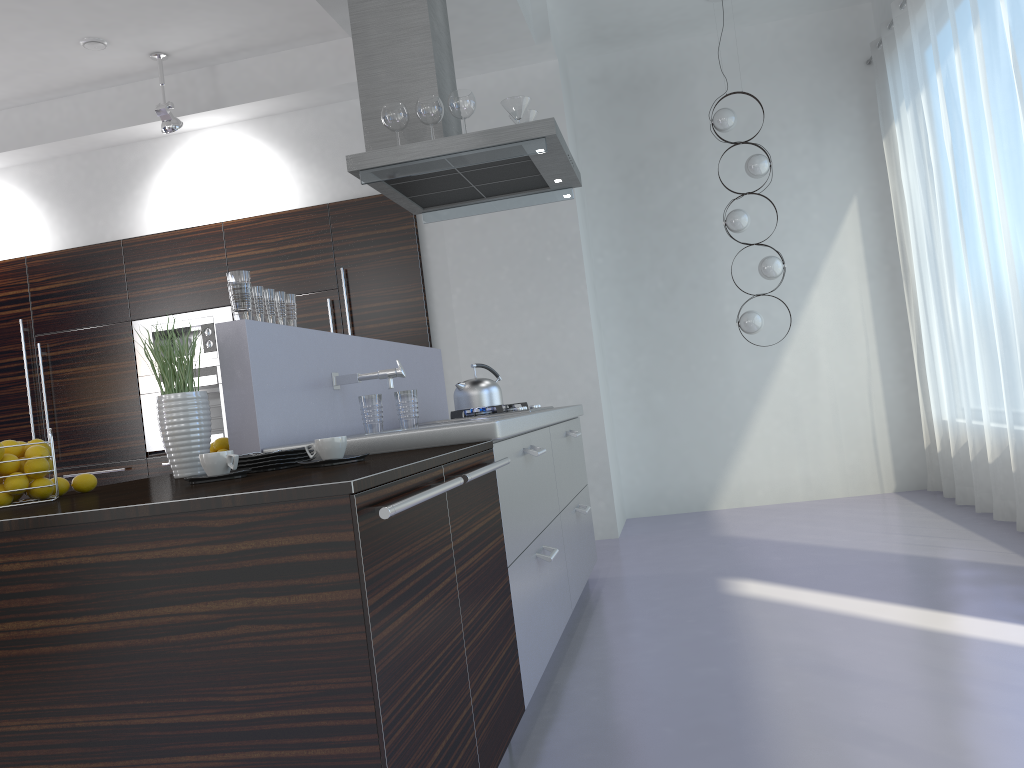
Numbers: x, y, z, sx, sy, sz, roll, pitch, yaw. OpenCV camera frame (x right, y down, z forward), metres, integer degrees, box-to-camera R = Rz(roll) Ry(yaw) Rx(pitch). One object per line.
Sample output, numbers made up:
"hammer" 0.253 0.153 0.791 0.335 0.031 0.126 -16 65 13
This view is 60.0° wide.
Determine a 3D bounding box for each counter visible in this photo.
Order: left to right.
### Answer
"counter" -0.538 0.442 3.164 1.302 1.300 3.291 -7 -2 11

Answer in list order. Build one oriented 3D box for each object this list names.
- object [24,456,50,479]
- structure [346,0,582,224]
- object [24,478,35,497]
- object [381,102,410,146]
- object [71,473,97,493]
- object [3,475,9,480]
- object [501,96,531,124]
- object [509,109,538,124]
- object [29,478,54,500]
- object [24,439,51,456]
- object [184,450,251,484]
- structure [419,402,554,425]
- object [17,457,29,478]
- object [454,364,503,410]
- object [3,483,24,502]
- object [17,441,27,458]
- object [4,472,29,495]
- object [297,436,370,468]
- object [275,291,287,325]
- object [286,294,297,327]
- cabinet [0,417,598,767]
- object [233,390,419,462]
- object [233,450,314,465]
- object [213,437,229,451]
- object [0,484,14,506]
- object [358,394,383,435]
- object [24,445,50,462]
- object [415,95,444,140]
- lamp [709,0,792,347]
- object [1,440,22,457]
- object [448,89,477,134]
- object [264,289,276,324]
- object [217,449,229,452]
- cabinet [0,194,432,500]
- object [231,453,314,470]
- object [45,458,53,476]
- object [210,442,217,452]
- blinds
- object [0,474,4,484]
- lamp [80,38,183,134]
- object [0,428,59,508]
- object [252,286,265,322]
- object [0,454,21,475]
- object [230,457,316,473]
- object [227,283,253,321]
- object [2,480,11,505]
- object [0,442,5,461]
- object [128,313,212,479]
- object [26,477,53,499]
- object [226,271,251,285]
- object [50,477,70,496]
"object" -1.124 0.198 2.097 0.053 0.055 0.060 -6 -2 -36
"structure" -0.238 -1.519 4.220 0.915 1.231 0.981 -7 -2 11
"object" -1.189 0.255 2.199 0.052 0.057 0.060 -7 -2 12
"object" -0.506 -1.116 3.906 0.125 0.221 0.125 -8 -2 35
"object" -1.140 0.265 2.363 0.063 0.051 0.053 -7 -2 -21
"object" -1.229 0.213 2.176 0.052 0.053 0.062 -7 -2 -17
"object" 0.028 -1.159 3.907 0.137 0.174 0.137 -6 -2 -24
"object" 0.064 -1.158 4.093 0.137 0.174 0.137 -6 -2 -24
"object" -1.118 0.249 2.106 0.053 0.053 0.061 -6 -2 -34
"object" -1.167 0.165 2.185 0.057 0.060 0.052 -7 -1 -1
"object" -0.701 0.197 2.111 0.153 0.069 0.153 -7 -2 -16
"structure" -0.109 0.125 4.191 0.519 0.055 0.709 -7 -2 11
"object" -1.179 0.203 2.151 0.051 0.053 0.064 -7 -2 13
"object" -0.160 0.006 4.004 0.220 0.196 0.229 -7 -1 3
"object" -1.204 0.255 2.138 0.052 0.060 0.057 -8 -2 16
"object" -1.220 0.167 2.192 0.063 0.051 0.053 -6 -2 -32
"object" -1.158 0.233 2.073 0.052 0.053 0.062 -6 -2 -42
"object" -0.444 0.167 2.197 0.153 0.069 0.153 -9 -2 44
"object" -0.791 -0.247 2.982 0.072 0.119 0.071 -6 -2 -39
"object" -0.776 -0.246 3.062 0.071 0.119 0.072 -6 -2 -29
"cabinet" -0.520 0.665 3.162 1.377 0.852 3.285 -7 -2 11
"object" -0.562 0.120 2.528 0.269 0.147 0.646 -8 -2 36
"object" -0.662 0.203 2.373 0.232 0.020 0.232 -7 -2 14
"object" -0.968 0.203 2.971 0.063 0.048 0.053 -6 -2 -23
"object" -1.197 0.262 2.079 0.050 0.055 0.061 -6 -2 -34
"object" -0.424 0.093 2.689 0.071 0.119 0.072 -7 -2 11
"object" -1.144 0.173 2.136 0.053 0.051 0.063 -6 -2 -34
"object" -0.352 -1.136 3.878 0.125 0.221 0.125 -8 -2 35
"lamp" 1.541 -1.424 5.881 0.367 2.370 0.180 -7 -1 4
"object" -1.212 0.161 2.133 0.063 0.053 0.051 -7 -2 12
"object" -0.209 -1.154 3.851 0.125 0.221 0.125 -8 -2 35
"object" -0.807 -0.247 2.903 0.072 0.119 0.071 -6 -2 -39
"object" -0.959 0.242 2.943 0.051 0.053 0.063 -6 -2 -39
"cabinet" -2.237 0.138 6.612 3.600 2.500 0.669 -7 -2 11
"object" -0.661 0.213 2.373 0.232 0.020 0.232 -8 -2 19
"object" -1.177 0.206 2.209 0.063 0.051 0.053 -7 -2 -21
"object" -1.001 0.218 3.011 0.053 0.047 0.061 -7 -2 14
"blinds" 2.427 -0.809 4.661 0.120 3.112 3.245 -7 -2 11
"object" -1.241 0.227 2.108 0.062 0.053 0.051 -8 -2 19
"lamp" -2.413 -1.876 5.661 0.171 0.511 0.605 -8 -2 43
"object" -1.209 0.204 2.122 0.207 0.174 0.189 -6 -2 -24
"object" -0.822 -0.247 2.823 0.072 0.119 0.071 -6 -2 -39
"object" -1.191 0.190 2.092 0.061 0.051 0.055 -7 -1 5
"object" -0.660 0.223 2.372 0.232 0.020 0.232 -8 -2 19
"object" -0.837 -0.247 2.744 0.072 0.119 0.071 -6 -2 -39
"object" -1.238 0.266 2.164 0.074 0.063 0.064 -8 -2 31
"object" -1.208 0.161 2.057 0.059 0.060 0.050 -7 -2 10
"object" -1.004 0.027 2.621 0.247 0.502 0.269 -6 -2 -36
"object" -1.148 0.255 2.157 0.061 0.053 0.053 -6 -2 -37
"object" -0.842 -0.286 2.745 0.072 0.119 0.071 -6 -2 -39
"object" -1.195 0.271 2.331 0.053 0.051 0.063 -7 -2 14
